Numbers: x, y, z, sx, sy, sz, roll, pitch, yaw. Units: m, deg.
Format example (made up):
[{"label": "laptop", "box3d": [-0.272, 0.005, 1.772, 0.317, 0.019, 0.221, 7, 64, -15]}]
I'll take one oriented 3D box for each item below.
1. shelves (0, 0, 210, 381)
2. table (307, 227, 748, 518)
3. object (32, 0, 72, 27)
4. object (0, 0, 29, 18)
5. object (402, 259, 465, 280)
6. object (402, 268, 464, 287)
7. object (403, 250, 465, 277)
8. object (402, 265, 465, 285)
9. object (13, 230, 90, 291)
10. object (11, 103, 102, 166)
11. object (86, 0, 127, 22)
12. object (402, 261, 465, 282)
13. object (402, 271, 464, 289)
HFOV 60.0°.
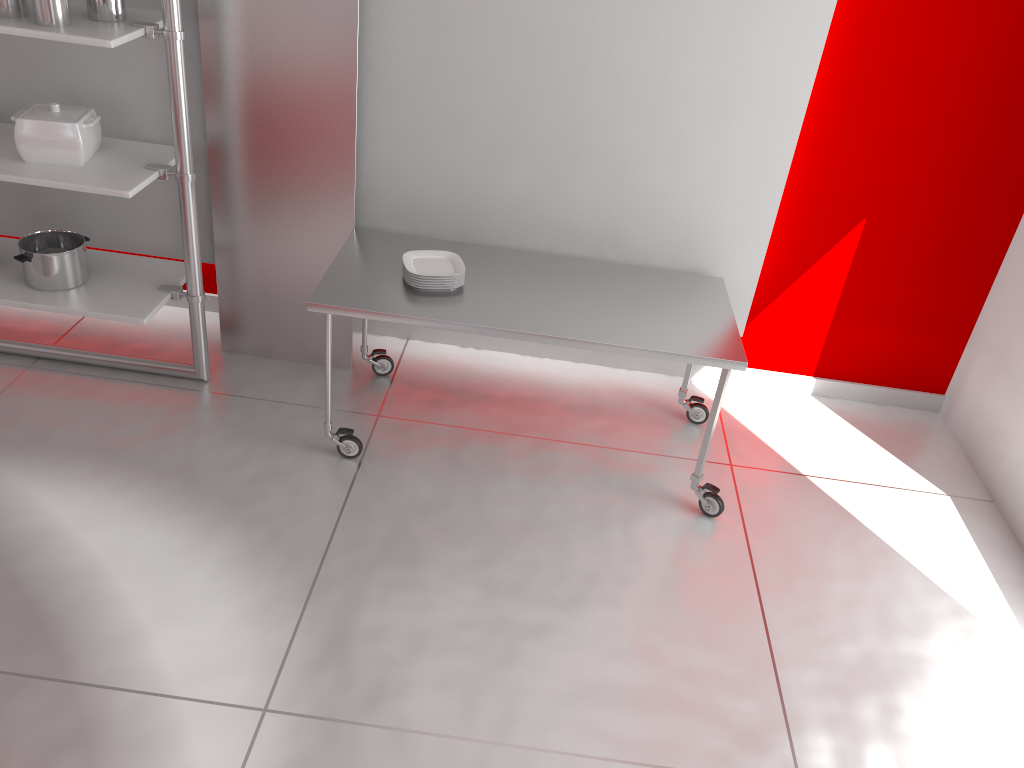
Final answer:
[{"label": "shelves", "box3d": [-2.016, -1.235, 3.168, 1.735, 2.599, 0.535, 8, 31, 1]}, {"label": "table", "box3d": [0.075, -0.070, 3.560, 1.627, 0.682, 0.749, 9, 31, 2]}, {"label": "object", "box3d": [-1.517, -1.320, 2.895, 0.115, 0.274, 0.115, 4, 32, -5]}, {"label": "object", "box3d": [-1.682, -1.392, 2.925, 0.109, 0.329, 0.110, 7, 31, -1]}, {"label": "object", "box3d": [-0.294, -0.436, 3.325, 0.228, 0.020, 0.228, -2, 33, -15]}, {"label": "object", "box3d": [-0.298, -0.410, 3.341, 0.228, 0.020, 0.228, -2, 33, -15]}, {"label": "object", "box3d": [-0.293, -0.445, 3.320, 0.228, 0.020, 0.228, -2, 33, -15]}, {"label": "object", "box3d": [-0.297, -0.419, 3.336, 0.228, 0.020, 0.228, -2, 33, -15]}, {"label": "object", "box3d": [-1.832, -0.496, 3.555, 0.240, 0.161, 0.259, -1, 33, -14]}, {"label": "object", "box3d": [-1.689, -0.945, 3.303, 0.282, 0.197, 0.235, 3, 32, -8]}, {"label": "object", "box3d": [-1.416, -1.355, 3.084, 0.127, 0.157, 0.127, 13, 32, 10]}, {"label": "object", "box3d": [-0.296, -0.427, 3.330, 0.228, 0.020, 0.228, -2, 33, -15]}, {"label": "object", "box3d": [-0.299, -0.402, 3.346, 0.228, 0.020, 0.228, -2, 33, -15]}]
